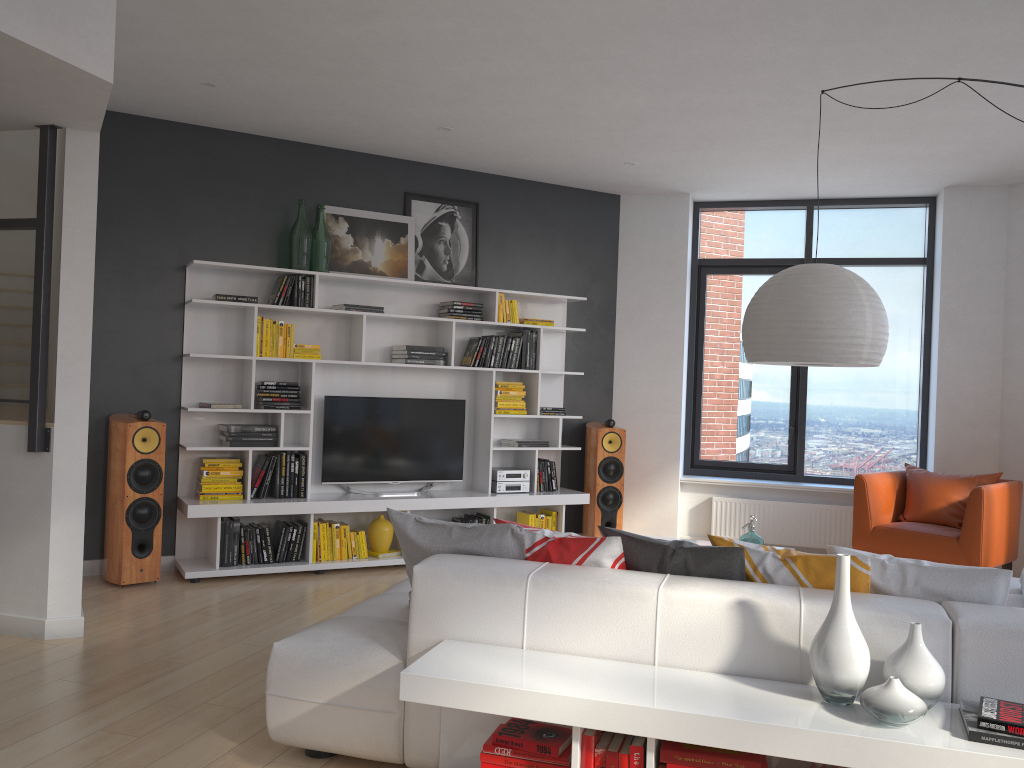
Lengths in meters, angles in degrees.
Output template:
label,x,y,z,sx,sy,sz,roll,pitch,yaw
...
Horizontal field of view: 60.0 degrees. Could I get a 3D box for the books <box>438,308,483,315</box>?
label,x,y,z,sx,sy,sz,roll,pitch,yaw
books,-0.396,-0.546,6.769,0.284,0.030,0.214,2,0,-25

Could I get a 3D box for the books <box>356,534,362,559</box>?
label,x,y,z,sx,sy,sz,roll,pitch,yaw
books,-1.089,1.133,6.224,0.049,0.169,0.113,2,0,-30

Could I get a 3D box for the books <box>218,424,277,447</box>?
label,x,y,z,sx,sy,sz,roll,pitch,yaw
books,-1.796,0.348,6.021,0.343,0.137,0.277,2,0,-28

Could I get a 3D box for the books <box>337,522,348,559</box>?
label,x,y,z,sx,sy,sz,roll,pitch,yaw
books,-1.196,1.094,6.204,0.043,0.235,0.171,2,0,-30

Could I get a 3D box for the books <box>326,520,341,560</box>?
label,x,y,z,sx,sy,sz,roll,pitch,yaw
books,-1.244,1.085,6.178,0.055,0.252,0.185,2,0,-30

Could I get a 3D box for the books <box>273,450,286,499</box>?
label,x,y,z,sx,sy,sz,roll,pitch,yaw
books,-1.606,0.620,6.109,0.034,0.314,0.237,2,0,-28

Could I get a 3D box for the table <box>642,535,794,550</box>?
label,x,y,z,sx,sy,sz,roll,pitch,yaw
table,0.948,1.141,4.766,1.091,0.435,1.091,2,0,17

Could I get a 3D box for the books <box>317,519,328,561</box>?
label,x,y,z,sx,sy,sz,roll,pitch,yaw
books,-1.329,1.078,6.136,0.066,0.258,0.198,2,0,-28

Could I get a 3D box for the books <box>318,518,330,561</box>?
label,x,y,z,sx,sy,sz,roll,pitch,yaw
books,-1.302,1.076,6.149,0.038,0.267,0.202,2,0,-28

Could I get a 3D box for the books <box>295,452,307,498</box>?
label,x,y,z,sx,sy,sz,roll,pitch,yaw
books,-1.486,0.633,6.172,0.051,0.297,0.230,2,0,-28

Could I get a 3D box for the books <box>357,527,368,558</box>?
label,x,y,z,sx,sy,sz,roll,pitch,yaw
books,-1.057,1.121,6.269,0.046,0.193,0.149,2,0,-28

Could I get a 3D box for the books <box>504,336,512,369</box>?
label,x,y,z,sx,sy,sz,roll,pitch,yaw
books,-0.078,-0.243,6.901,0.075,0.254,0.192,2,0,-29

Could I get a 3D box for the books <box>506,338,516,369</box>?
label,x,y,z,sx,sy,sz,roll,pitch,yaw
books,-0.049,-0.237,6.902,0.071,0.243,0.179,2,0,-29

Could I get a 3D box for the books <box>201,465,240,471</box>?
label,x,y,z,sx,sy,sz,roll,pitch,yaw
books,-1.953,0.560,5.947,0.238,0.023,0.167,2,0,-13

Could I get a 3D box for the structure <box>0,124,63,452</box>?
label,x,y,z,sx,sy,sz,roll,pitch,yaw
structure,-3.808,-0.993,6.226,4.190,4.339,2.823,2,0,17

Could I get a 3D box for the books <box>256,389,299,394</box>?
label,x,y,z,sx,sy,sz,roll,pitch,yaw
books,-1.612,0.051,6.091,0.264,0.020,0.189,2,0,-25

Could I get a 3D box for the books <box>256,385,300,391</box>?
label,x,y,z,sx,sy,sz,roll,pitch,yaw
books,-1.616,0.025,6.110,0.284,0.030,0.214,2,0,-20

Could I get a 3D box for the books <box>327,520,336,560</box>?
label,x,y,z,sx,sy,sz,roll,pitch,yaw
books,-1.261,1.083,6.156,0.041,0.252,0.180,2,0,-28

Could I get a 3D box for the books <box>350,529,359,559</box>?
label,x,y,z,sx,sy,sz,roll,pitch,yaw
books,-1.111,1.122,6.226,0.046,0.187,0.134,2,0,-29

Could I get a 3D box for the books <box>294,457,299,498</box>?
label,x,y,z,sx,sy,sz,roll,pitch,yaw
books,-1.521,0.643,6.151,0.028,0.272,0.200,2,0,-28

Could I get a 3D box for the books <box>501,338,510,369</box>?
label,x,y,z,sx,sy,sz,roll,pitch,yaw
books,-0.086,-0.236,6.867,0.069,0.242,0.172,2,0,-28

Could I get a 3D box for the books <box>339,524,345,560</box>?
label,x,y,z,sx,sy,sz,roll,pitch,yaw
books,-1.207,1.092,6.175,0.043,0.240,0.169,2,0,-30

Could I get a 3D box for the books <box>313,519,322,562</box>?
label,x,y,z,sx,sy,sz,roll,pitch,yaw
books,-1.358,1.070,6.114,0.048,0.271,0.213,2,0,-28

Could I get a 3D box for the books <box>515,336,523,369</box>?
label,x,y,z,sx,sy,sz,roll,pitch,yaw
books,0.009,-0.242,6.947,0.066,0.260,0.197,2,0,-28

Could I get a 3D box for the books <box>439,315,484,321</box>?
label,x,y,z,sx,sy,sz,roll,pitch,yaw
books,-0.388,-0.495,6.747,0.284,0.030,0.214,2,0,-25

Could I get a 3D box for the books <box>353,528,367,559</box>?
label,x,y,z,sx,sy,sz,roll,pitch,yaw
books,-1.074,1.120,6.250,0.067,0.193,0.148,2,0,-27

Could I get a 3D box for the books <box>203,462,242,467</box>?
label,x,y,z,sx,sy,sz,roll,pitch,yaw
books,-1.943,0.536,5.947,0.234,0.024,0.171,2,0,-24

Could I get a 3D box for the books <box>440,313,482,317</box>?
label,x,y,z,sx,sy,sz,roll,pitch,yaw
books,-0.390,-0.520,6.750,0.264,0.020,0.189,2,0,-30

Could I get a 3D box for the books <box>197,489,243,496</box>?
label,x,y,z,sx,sy,sz,roll,pitch,yaw
books,-1.956,0.721,5.929,0.269,0.025,0.213,2,0,-25

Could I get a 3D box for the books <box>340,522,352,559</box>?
label,x,y,z,sx,sy,sz,roll,pitch,yaw
books,-1.172,1.095,6.227,0.056,0.235,0.172,2,0,-29

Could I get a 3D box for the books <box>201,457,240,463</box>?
label,x,y,z,sx,sy,sz,roll,pitch,yaw
books,-1.962,0.511,5.964,0.234,0.024,0.171,2,0,-24

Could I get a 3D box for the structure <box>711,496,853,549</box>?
label,x,y,z,sx,sy,sz,roll,pitch,yaw
structure,2.384,1.200,7.261,1.474,0.460,0.110,2,0,17

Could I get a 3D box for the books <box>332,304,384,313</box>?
label,x,y,z,sx,sy,sz,roll,pitch,yaw
books,-1.106,-0.532,6.353,0.310,0.047,0.250,2,0,-33

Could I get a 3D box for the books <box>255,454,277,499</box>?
label,x,y,z,sx,sy,sz,roll,pitch,yaw
books,-1.688,0.628,6.056,0.100,0.289,0.210,2,0,-29

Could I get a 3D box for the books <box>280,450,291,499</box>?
label,x,y,z,sx,sy,sz,roll,pitch,yaw
books,-1.578,0.615,6.127,0.026,0.326,0.237,2,0,-28

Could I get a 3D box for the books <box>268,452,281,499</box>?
label,x,y,z,sx,sy,sz,roll,pitch,yaw
books,-1.632,0.627,6.089,0.028,0.301,0.213,2,0,-28

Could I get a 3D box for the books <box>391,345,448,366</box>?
label,x,y,z,sx,sy,sz,roll,pitch,yaw
books,-0.692,-0.209,6.605,0.343,0.137,0.277,2,0,-33

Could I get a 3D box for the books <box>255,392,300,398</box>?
label,x,y,z,sx,sy,sz,roll,pitch,yaw
books,-1.610,0.076,6.088,0.284,0.030,0.214,2,0,-20

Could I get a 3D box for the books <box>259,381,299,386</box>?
label,x,y,z,sx,sy,sz,roll,pitch,yaw
books,-1.601,-0.002,6.087,0.246,0.026,0.180,2,0,-21

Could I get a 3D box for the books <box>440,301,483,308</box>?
label,x,y,z,sx,sy,sz,roll,pitch,yaw
books,-0.386,-0.600,6.755,0.266,0.030,0.209,2,0,-35

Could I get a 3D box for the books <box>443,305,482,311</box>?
label,x,y,z,sx,sy,sz,roll,pitch,yaw
books,-0.379,-0.573,6.747,0.246,0.026,0.180,2,0,-26

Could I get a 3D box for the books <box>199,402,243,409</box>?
label,x,y,z,sx,sy,sz,roll,pitch,yaw
books,-1.939,0.145,5.904,0.209,0.030,0.266,2,0,-35

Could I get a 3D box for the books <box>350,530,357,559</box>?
label,x,y,z,sx,sy,sz,roll,pitch,yaw
books,-1.133,1.121,6.222,0.056,0.188,0.138,2,0,-28

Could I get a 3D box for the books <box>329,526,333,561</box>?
label,x,y,z,sx,sy,sz,roll,pitch,yaw
books,-1.278,1.096,6.143,0.042,0.230,0.156,2,0,-30

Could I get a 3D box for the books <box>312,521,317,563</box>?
label,x,y,z,sx,sy,sz,roll,pitch,yaw
books,-1.382,1.069,6.077,0.029,0.270,0.204,2,0,-28

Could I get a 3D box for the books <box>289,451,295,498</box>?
label,x,y,z,sx,sy,sz,roll,pitch,yaw
books,-1.552,0.622,6.141,0.034,0.315,0.239,2,0,-28

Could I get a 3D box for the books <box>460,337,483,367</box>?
label,x,y,z,sx,sy,sz,roll,pitch,yaw
books,-0.311,-0.242,6.773,0.104,0.234,0.182,2,0,-28

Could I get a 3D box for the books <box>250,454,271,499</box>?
label,x,y,z,sx,sy,sz,roll,pitch,yaw
books,-1.742,0.629,6.047,0.142,0.284,0.232,2,0,-29
